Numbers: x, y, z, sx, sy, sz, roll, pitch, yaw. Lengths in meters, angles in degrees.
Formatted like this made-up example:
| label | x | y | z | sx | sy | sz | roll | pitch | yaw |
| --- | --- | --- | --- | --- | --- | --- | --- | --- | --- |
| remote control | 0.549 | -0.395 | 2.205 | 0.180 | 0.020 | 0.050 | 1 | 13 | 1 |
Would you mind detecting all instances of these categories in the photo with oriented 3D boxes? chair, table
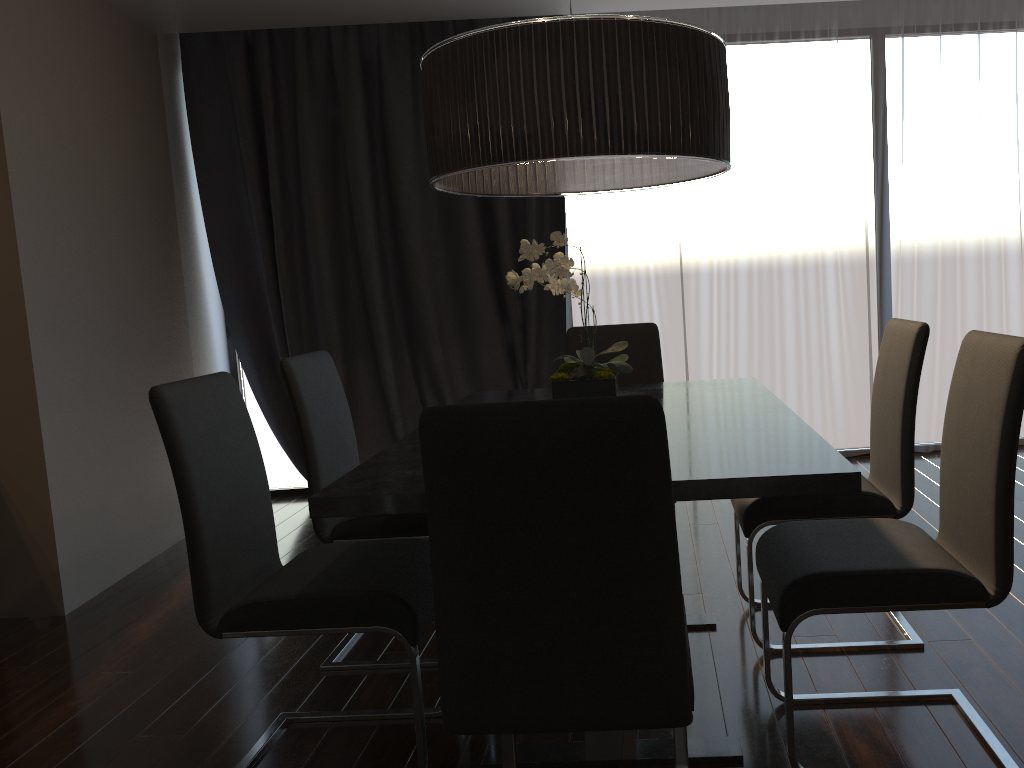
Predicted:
| label | x | y | z | sx | sy | sz | roll | pitch | yaw |
| --- | --- | --- | --- | --- | --- | --- | --- | --- | --- |
| chair | 0.884 | 0.377 | 2.082 | 0.568 | 0.964 | 0.431 | -3 | 6 | 5 |
| chair | -0.360 | 0.367 | 2.843 | 0.568 | 0.964 | 0.431 | -3 | 6 | 5 |
| chair | 0.115 | 0.471 | 1.635 | 0.424 | 0.964 | 0.577 | -3 | 6 | 7 |
| chair | 0.990 | 0.295 | 2.778 | 0.568 | 0.964 | 0.431 | -3 | 6 | 5 |
| chair | -0.466 | 0.449 | 2.147 | 0.568 | 0.964 | 0.431 | -3 | 6 | 5 |
| chair | 0.395 | 0.271 | 3.323 | 0.424 | 0.964 | 0.577 | -3 | 6 | 7 |
| table | 0.276 | 0.473 | 2.479 | 1.031 | 0.760 | 1.618 | -3 | 6 | 7 |

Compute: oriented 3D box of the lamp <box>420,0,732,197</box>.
| label | x | y | z | sx | sy | sz | roll | pitch | yaw |
| --- | --- | --- | --- | --- | --- | --- | --- | --- | --- |
| lamp | 0.148 | -1.093 | 2.302 | 0.768 | 1.102 | 0.840 | 0 | 7 | 30 |

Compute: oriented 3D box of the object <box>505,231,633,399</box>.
| label | x | y | z | sx | sy | sz | roll | pitch | yaw |
| --- | --- | --- | --- | --- | --- | --- | --- | --- | --- |
| object | 0.150 | -0.139 | 2.322 | 0.309 | 0.501 | 0.576 | -3 | 6 | 4 |

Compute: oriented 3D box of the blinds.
| label | x | y | z | sx | sy | sz | roll | pitch | yaw |
| --- | --- | --- | --- | --- | --- | --- | --- | --- | --- |
| blinds | 2.072 | -0.965 | 4.933 | 7.551 | 2.893 | 0.742 | -4 | 6 | -4 |
